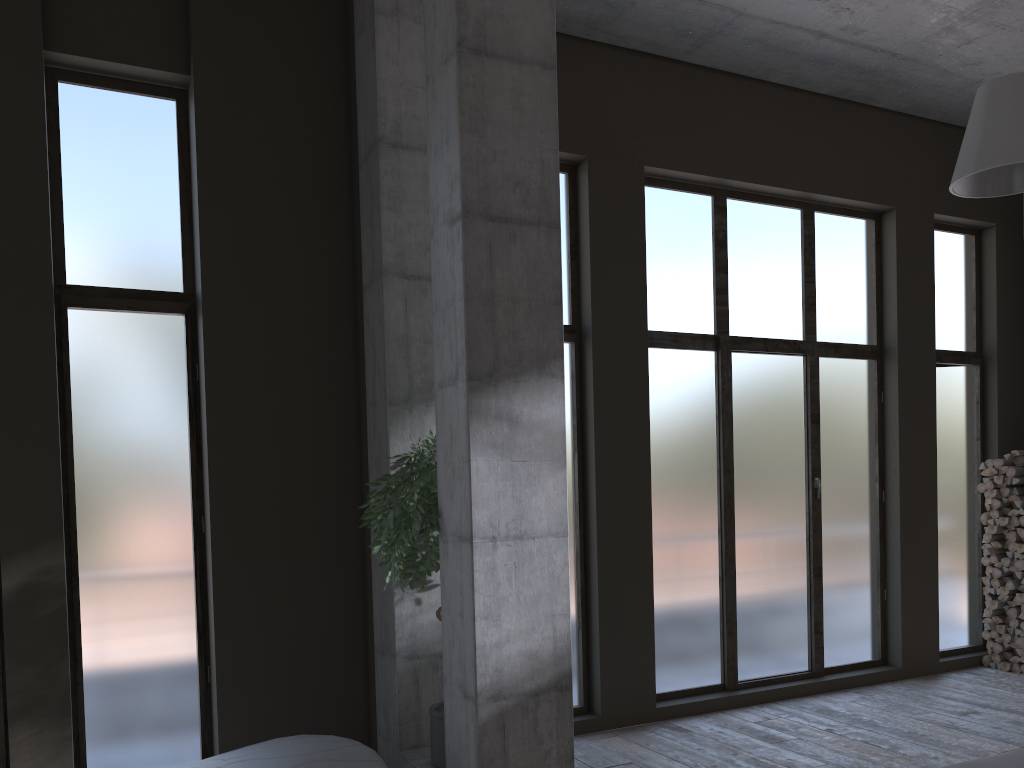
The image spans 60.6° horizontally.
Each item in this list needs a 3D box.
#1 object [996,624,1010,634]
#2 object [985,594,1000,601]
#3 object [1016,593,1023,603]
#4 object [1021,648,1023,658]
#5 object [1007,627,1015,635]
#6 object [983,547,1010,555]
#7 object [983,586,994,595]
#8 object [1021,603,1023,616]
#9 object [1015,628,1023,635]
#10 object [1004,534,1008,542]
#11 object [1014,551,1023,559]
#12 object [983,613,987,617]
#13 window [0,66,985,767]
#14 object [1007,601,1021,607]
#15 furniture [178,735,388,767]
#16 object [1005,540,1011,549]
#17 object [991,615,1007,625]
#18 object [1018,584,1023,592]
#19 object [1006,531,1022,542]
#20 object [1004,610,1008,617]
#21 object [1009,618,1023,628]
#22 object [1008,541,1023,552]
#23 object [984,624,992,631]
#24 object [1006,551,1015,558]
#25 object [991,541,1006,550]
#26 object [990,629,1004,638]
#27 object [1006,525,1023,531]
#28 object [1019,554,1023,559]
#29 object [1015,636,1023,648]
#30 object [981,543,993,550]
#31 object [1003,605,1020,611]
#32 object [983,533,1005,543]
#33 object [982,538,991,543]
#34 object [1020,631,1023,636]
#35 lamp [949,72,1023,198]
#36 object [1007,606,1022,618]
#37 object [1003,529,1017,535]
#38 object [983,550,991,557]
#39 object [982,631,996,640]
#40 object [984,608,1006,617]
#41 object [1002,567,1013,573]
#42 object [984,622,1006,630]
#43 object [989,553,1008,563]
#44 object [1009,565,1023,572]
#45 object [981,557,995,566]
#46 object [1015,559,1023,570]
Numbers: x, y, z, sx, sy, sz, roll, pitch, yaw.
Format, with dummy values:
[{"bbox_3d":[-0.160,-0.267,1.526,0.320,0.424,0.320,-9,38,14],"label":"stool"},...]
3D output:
[{"bbox_3d":[4.811,2.316,8.353,0.479,0.084,0.094,2,-4,-25],"label":"object"},{"bbox_3d":[4.753,2.088,8.528,0.364,0.118,0.070,1,-2,-26],"label":"object"},{"bbox_3d":[4.891,1.970,8.162,0.479,0.084,0.094,2,-4,-25],"label":"object"},{"bbox_3d":[4.883,2.481,8.145,0.363,0.125,0.064,1,-1,-25],"label":"object"},{"bbox_3d":[4.847,2.317,8.286,0.422,0.067,0.067,2,-4,-25],"label":"object"},{"bbox_3d":[4.675,1.590,8.373,0.422,0.073,0.071,2,-4,-25],"label":"object"},{"bbox_3d":[4.746,1.985,8.509,0.436,0.107,0.080,2,-3,-26],"label":"object"},{"bbox_3d":[4.872,2.079,8.132,0.363,0.125,0.064,1,-1,-25],"label":"object"},{"bbox_3d":[4.882,2.305,8.213,0.422,0.067,0.067,2,-4,-25],"label":"object"},{"bbox_3d":[4.839,1.461,8.377,0.291,0.102,0.104,1,-4,-25],"label":"object"},{"bbox_3d":[4.862,1.589,8.191,0.422,0.067,0.067,2,-4,-25],"label":"object"},{"bbox_3d":[4.743,2.211,8.511,0.422,0.071,0.067,2,-3,-25],"label":"object"},{"bbox_3d":[0.548,0.434,6.623,9.198,4.174,0.209,1,0,-28],"label":"window"},{"bbox_3d":[4.810,2.060,8.254,0.332,0.057,0.089,2,-5,-25],"label":"object"},{"bbox_3d":[-1.455,2.131,4.051,1.795,0.810,1.637,-3,-5,11],"label":"furniture"},{"bbox_3d":[4.836,1.511,8.312,0.362,0.086,0.102,1,-4,-25],"label":"object"},{"bbox_3d":[4.801,2.251,8.421,0.434,0.079,0.115,2,-5,-25],"label":"object"},{"bbox_3d":[4.907,1.892,8.177,0.435,0.079,0.115,2,-5,-27],"label":"object"},{"bbox_3d":[4.767,1.417,8.216,0.294,0.107,0.099,1,-3,-27],"label":"object"},{"bbox_3d":[4.858,2.177,8.399,0.291,0.102,0.104,1,-4,-25],"label":"object"},{"bbox_3d":[4.866,2.233,8.253,0.437,0.093,0.093,1,-4,-25],"label":"object"},{"bbox_3d":[4.847,1.516,8.231,0.437,0.093,0.093,1,-4,-25],"label":"object"},{"bbox_3d":[4.744,2.349,8.487,0.424,0.085,0.067,1,-3,-24],"label":"object"},{"bbox_3d":[4.827,1.600,8.264,0.422,0.067,0.067,2,-4,-25],"label":"object"},{"bbox_3d":[4.782,1.535,8.399,0.434,0.079,0.115,2,-5,-25],"label":"object"},{"bbox_3d":[4.793,2.380,8.438,0.455,0.089,0.091,2,-4,-25],"label":"object"},{"bbox_3d":[4.790,1.343,8.232,0.332,0.057,0.089,2,-5,-25],"label":"object"},{"bbox_3d":[4.788,1.585,8.099,0.250,0.048,0.063,2,-5,-27],"label":"object"},{"bbox_3d":[4.807,2.378,8.131,0.292,0.103,0.101,1,-4,-27],"label":"object"},{"bbox_3d":[4.705,1.561,8.471,0.363,0.068,0.122,2,-6,-27],"label":"object"},{"bbox_3d":[4.807,2.107,8.321,0.359,0.074,0.064,1,-3,-24],"label":"object"},{"bbox_3d":[4.723,1.467,8.422,0.455,0.089,0.091,1,-4,-24],"label":"object"},{"bbox_3d":[4.723,1.494,8.489,0.422,0.071,0.067,2,-3,-25],"label":"object"},{"bbox_3d":[4.807,2.302,8.121,0.250,0.048,0.063,2,-5,-27],"label":"object"},{"bbox_3d":[3.016,0.539,4.173,2.625,3.424,0.756,0,0,-39],"label":"lamp"},{"bbox_3d":[4.787,2.134,8.238,0.294,0.107,0.099,1,-3,-27],"label":"object"},{"bbox_3d":[4.788,1.391,8.299,0.359,0.074,0.064,1,-3,-24],"label":"object"},{"bbox_3d":[4.724,1.633,8.465,0.424,0.085,0.067,1,-3,-24],"label":"object"},{"bbox_3d":[4.752,2.420,8.515,0.437,0.092,0.092,1,-4,-25],"label":"object"},{"bbox_3d":[4.742,2.184,8.444,0.455,0.089,0.091,1,-4,-24],"label":"object"},{"bbox_3d":[4.793,1.746,8.318,0.359,0.074,0.064,2,-3,-28],"label":"object"},{"bbox_3d":[4.694,2.307,8.395,0.422,0.073,0.071,2,-4,-25],"label":"object"},{"bbox_3d":[4.773,1.664,8.416,0.455,0.089,0.091,2,-4,-25],"label":"object"},{"bbox_3d":[4.834,1.720,8.225,0.363,0.068,0.122,2,-6,-25],"label":"object"},{"bbox_3d":[4.732,1.703,8.493,0.437,0.092,0.092,1,-4,-25],"label":"object"},{"bbox_3d":[4.787,1.661,8.109,0.292,0.103,0.101,1,-4,-27],"label":"object"}]
